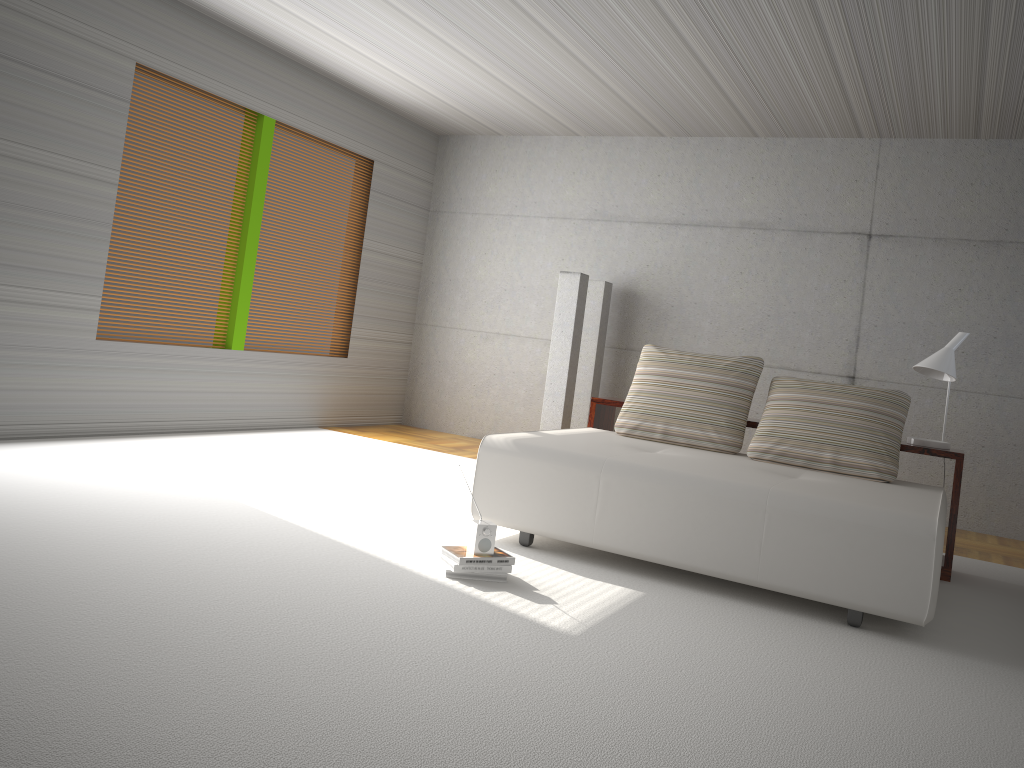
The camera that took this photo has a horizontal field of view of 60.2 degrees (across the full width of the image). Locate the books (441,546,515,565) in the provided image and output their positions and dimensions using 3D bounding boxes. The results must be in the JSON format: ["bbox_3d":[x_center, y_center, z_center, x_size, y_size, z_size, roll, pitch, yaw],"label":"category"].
[{"bbox_3d":[-0.147,0.736,3.794,0.263,0.032,0.190,6,3,-29],"label":"books"}]

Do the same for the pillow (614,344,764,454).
[{"bbox_3d":[1.107,0.080,5.554,0.804,0.611,0.488,8,0,26],"label":"pillow"}]

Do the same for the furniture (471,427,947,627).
[{"bbox_3d":[1.101,0.674,4.726,2.177,0.523,1.605,9,2,27],"label":"furniture"}]

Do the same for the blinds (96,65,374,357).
[{"bbox_3d":[-2.216,-1.194,7.235,0.012,2.049,3.516,6,1,27],"label":"blinds"}]

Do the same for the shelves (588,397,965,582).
[{"bbox_3d":[1.572,0.597,5.607,2.259,0.717,0.398,8,0,27],"label":"shelves"}]

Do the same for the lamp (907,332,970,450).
[{"bbox_3d":[2.529,0.025,5.219,0.324,0.701,0.243,7,-2,8],"label":"lamp"}]

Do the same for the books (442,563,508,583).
[{"bbox_3d":[-0.162,0.799,3.794,0.264,0.032,0.189,7,2,-9],"label":"books"}]

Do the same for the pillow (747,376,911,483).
[{"bbox_3d":[1.834,0.244,5.116,0.810,0.518,0.575,8,1,28],"label":"pillow"}]

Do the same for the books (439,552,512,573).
[{"bbox_3d":[-0.158,0.767,3.795,0.263,0.032,0.190,6,3,-24],"label":"books"}]

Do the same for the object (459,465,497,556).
[{"bbox_3d":[-0.158,0.536,3.773,0.185,0.367,0.090,8,-2,-22],"label":"object"}]

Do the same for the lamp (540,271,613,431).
[{"bbox_3d":[0.578,-0.130,8.009,0.201,1.696,0.793,6,-2,27],"label":"lamp"}]
